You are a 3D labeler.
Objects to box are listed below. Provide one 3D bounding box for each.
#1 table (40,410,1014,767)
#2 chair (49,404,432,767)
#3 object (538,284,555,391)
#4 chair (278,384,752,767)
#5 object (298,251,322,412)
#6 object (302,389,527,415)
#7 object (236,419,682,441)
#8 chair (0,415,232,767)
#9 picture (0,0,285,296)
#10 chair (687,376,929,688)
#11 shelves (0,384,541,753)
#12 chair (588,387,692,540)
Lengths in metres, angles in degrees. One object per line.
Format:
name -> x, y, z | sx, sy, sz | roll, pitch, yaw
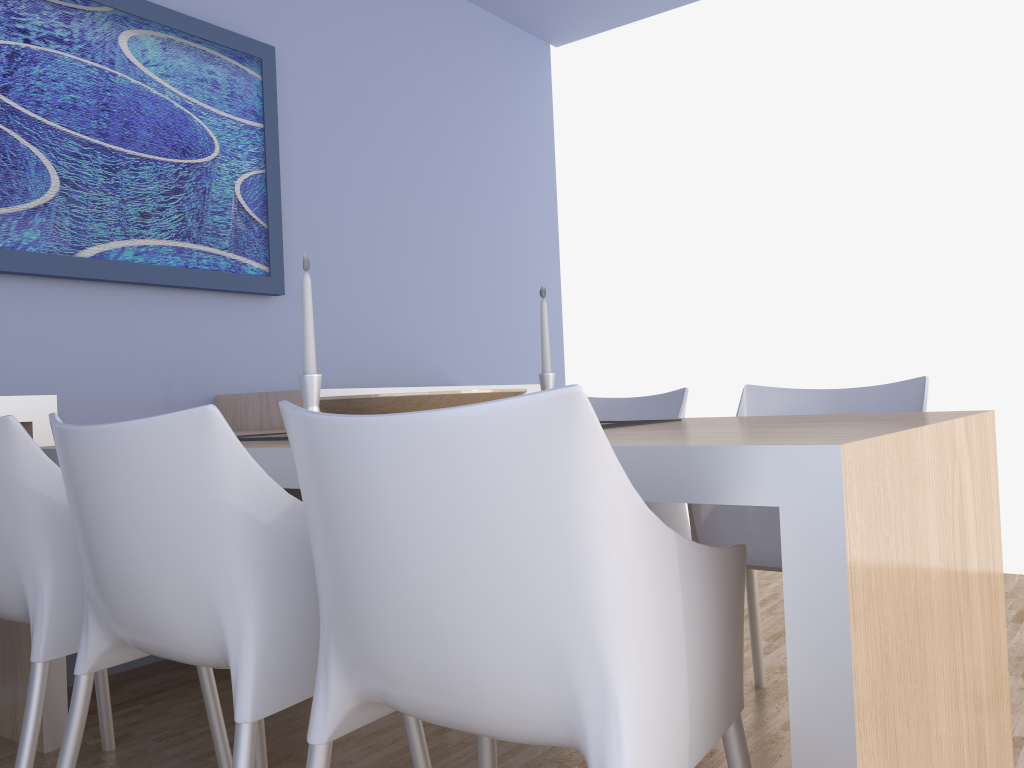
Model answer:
table -> -0.281, 0.469, 2.016 | 2.340, 0.718, 1.002 | -3, -1, 37
chair -> -0.453, 0.430, 1.431 | 0.510, 0.793, 0.486 | -3, -1, 37
object -> 0.084, -0.078, 2.221 | 0.045, 0.349, 0.045 | -3, -1, 37
chair -> 0.008, 0.404, 1.088 | 0.510, 0.793, 0.486 | -3, -1, 37
object -> -0.369, -0.068, 1.612 | 0.045, 0.349, 0.045 | -2, -1, -12
object -> -0.212, 0.062, 1.965 | 0.493, 0.081, 0.493 | -2, -1, -35
object -> -0.206, 0.104, 1.966 | 0.986, 0.005, 0.594 | -3, -1, 36
chair -> -0.913, 0.456, 1.773 | 0.510, 0.793, 0.486 | -3, -1, 37
picture -> -1.231, -0.762, 2.716 | 0.049, 0.901, 1.252 | -3, -1, 37
chair -> 0.692, 0.389, 2.009 | 0.510, 0.793, 0.486 | -3, -1, 37
shelves -> -1.199, 0.455, 2.360 | 0.463, 0.840, 3.901 | -3, -1, 37
chair -> 0.214, 0.417, 2.364 | 0.510, 0.793, 0.486 | -3, -1, 37
